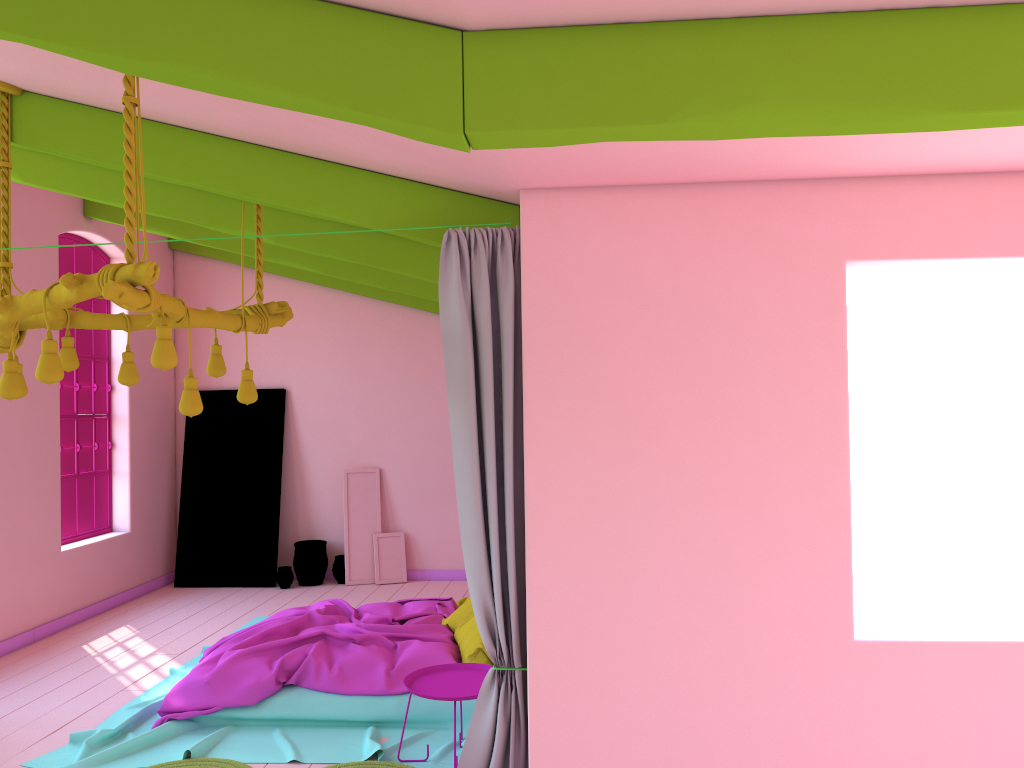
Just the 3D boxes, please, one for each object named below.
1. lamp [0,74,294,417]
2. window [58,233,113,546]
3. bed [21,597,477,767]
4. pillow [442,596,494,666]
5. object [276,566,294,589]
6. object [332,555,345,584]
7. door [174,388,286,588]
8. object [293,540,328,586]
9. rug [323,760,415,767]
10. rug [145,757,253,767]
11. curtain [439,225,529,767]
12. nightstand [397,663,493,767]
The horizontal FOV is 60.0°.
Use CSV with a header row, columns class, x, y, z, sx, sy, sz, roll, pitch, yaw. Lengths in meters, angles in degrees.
class,x,y,z,sx,sy,sz,roll,pitch,yaw
lamp,-1.822,-0.977,3.979,1.610,2.264,1.776,-1,-1,-13
window,-4.269,0.027,8.710,0.072,3.046,1.275,-1,-1,5
bed,-1.216,1.891,6.534,2.802,0.514,3.577,-1,-1,5
pillow,-0.112,1.715,6.703,0.848,0.822,2.618,-1,-1,-6
object,-2.493,2.128,9.737,0.199,0.234,0.199,0,-1,-28
object,-1.897,2.088,9.983,0.260,0.306,0.260,-2,-1,37
door,-3.182,1.161,10.041,1.153,2.210,0.450,-1,-1,5
object,-2.256,2.005,9.939,0.386,0.471,0.386,0,-1,-43
rug,-0.782,2.073,4.478,0.792,0.021,0.792,-2,-2,32
rug,-1.714,2.089,4.556,0.792,0.021,0.793,-1,-1,-13
curtain,-0.082,0.674,4.221,0.518,2.785,0.525,-1,-1,-14
nightstand,-0.298,1.858,4.910,0.596,0.458,0.596,-2,-2,42
